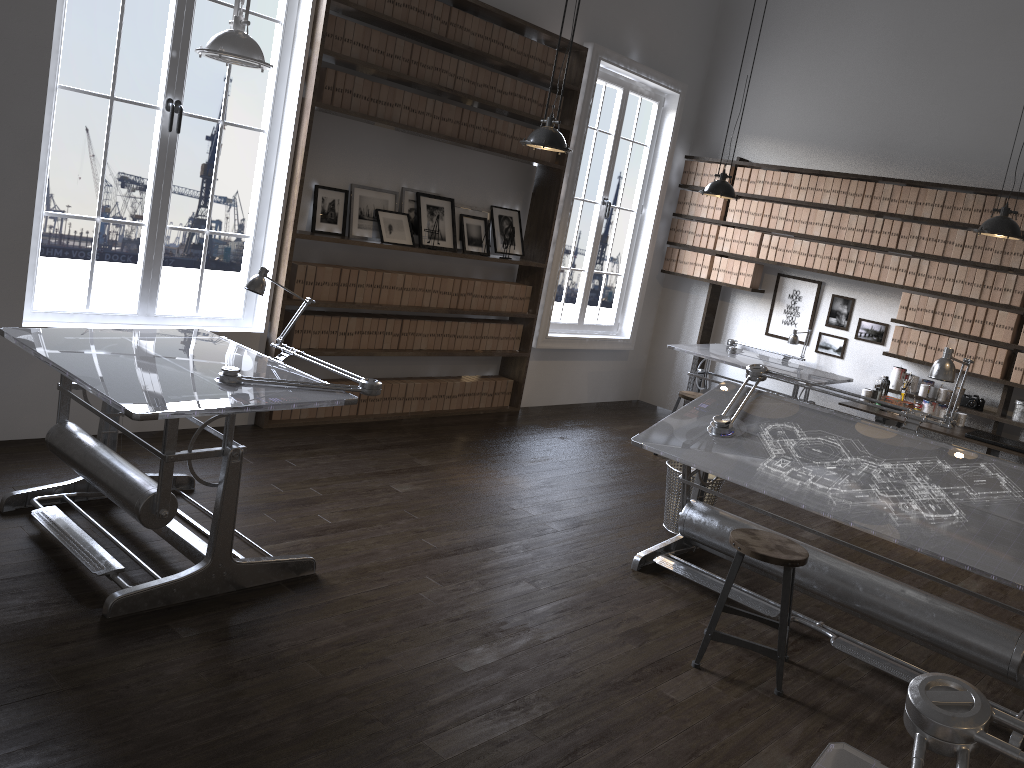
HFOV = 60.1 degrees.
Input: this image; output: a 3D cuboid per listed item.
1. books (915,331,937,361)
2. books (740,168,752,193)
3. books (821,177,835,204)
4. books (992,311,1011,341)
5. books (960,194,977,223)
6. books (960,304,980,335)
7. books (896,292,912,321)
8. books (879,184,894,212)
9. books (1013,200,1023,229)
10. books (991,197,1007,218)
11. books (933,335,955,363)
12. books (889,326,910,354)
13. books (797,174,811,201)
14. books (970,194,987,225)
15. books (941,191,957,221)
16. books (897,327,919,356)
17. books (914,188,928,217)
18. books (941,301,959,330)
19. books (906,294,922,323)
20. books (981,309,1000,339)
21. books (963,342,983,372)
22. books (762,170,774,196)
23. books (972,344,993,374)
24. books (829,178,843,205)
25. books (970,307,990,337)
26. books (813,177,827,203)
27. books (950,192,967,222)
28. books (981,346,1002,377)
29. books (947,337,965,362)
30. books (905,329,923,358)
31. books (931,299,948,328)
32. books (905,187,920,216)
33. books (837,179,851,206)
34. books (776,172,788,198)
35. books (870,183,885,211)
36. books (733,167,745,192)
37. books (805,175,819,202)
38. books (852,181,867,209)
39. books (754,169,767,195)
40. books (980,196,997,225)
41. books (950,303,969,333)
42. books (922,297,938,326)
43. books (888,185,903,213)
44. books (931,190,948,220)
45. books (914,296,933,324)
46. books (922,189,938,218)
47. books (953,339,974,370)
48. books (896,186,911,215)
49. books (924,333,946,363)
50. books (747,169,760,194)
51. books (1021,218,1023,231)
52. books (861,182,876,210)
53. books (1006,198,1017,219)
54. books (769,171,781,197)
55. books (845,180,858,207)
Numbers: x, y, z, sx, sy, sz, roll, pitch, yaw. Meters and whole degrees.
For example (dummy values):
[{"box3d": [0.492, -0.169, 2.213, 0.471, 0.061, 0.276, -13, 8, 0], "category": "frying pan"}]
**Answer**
[{"box3d": [3.264, -0.299, 6.989, 0.067, 0.224, 0.174, 18, 11, 40], "category": "books"}, {"box3d": [2.150, -1.828, 8.010, 0.067, 0.224, 0.174, 18, 11, 40], "category": "books"}, {"box3d": [2.708, -1.628, 7.514, 0.067, 0.224, 0.174, 18, 11, 40], "category": "books"}, {"box3d": [3.677, -0.430, 6.630, 0.067, 0.224, 0.174, 18, 11, 40], "category": "books"}, {"box3d": [3.518, -1.336, 6.790, 0.067, 0.224, 0.174, 18, 11, 40], "category": "books"}, {"box3d": [3.515, -0.489, 6.778, 0.067, 0.224, 0.174, 18, 11, 40], "category": "books"}, {"box3d": [3.162, -0.615, 7.087, 0.067, 0.224, 0.174, 18, 11, 40], "category": "books"}, {"box3d": [3.066, -1.498, 7.193, 0.067, 0.224, 0.174, 18, 11, 40], "category": "books"}, {"box3d": [3.776, -1.243, 6.565, 0.067, 0.224, 0.174, 18, 11, 40], "category": "books"}, {"box3d": [3.669, -1.281, 6.656, 0.067, 0.224, 0.174, 18, 11, 40], "category": "books"}, {"box3d": [3.370, -0.262, 6.902, 0.067, 0.224, 0.174, 18, 11, 40], "category": "books"}, {"box3d": [3.117, -0.352, 7.119, 0.067, 0.224, 0.174, 18, 11, 40], "category": "books"}, {"box3d": [2.555, -1.682, 7.649, 0.067, 0.224, 0.174, 18, 11, 40], "category": "books"}, {"box3d": [3.568, -1.317, 6.741, 0.067, 0.224, 0.174, 18, 11, 40], "category": "books"}, {"box3d": [3.418, -1.372, 6.883, 0.067, 0.224, 0.174, 18, 11, 40], "category": "books"}, {"box3d": [3.168, -0.334, 7.079, 0.067, 0.224, 0.174, 18, 11, 40], "category": "books"}, {"box3d": [3.268, -1.426, 7.016, 0.067, 0.224, 0.174, 18, 11, 40], "category": "books"}, {"box3d": [3.412, -0.526, 6.870, 0.067, 0.224, 0.174, 18, 11, 40], "category": "books"}, {"box3d": [3.215, -0.596, 7.042, 0.067, 0.224, 0.174, 18, 11, 40], "category": "books"}, {"box3d": [3.624, -0.450, 6.681, 0.067, 0.224, 0.174, 18, 11, 40], "category": "books"}, {"box3d": [3.521, -0.206, 6.758, 0.067, 0.224, 0.174, 18, 11, 40], "category": "books"}, {"box3d": [2.311, -1.772, 7.873, 0.067, 0.224, 0.174, 18, 11, 40], "category": "books"}, {"box3d": [3.570, -0.190, 6.720, 0.067, 0.224, 0.174, 18, 11, 40], "category": "books"}, {"box3d": [2.759, -1.608, 7.464, 0.067, 0.224, 0.174, 18, 11, 40], "category": "books"}, {"box3d": [3.566, -0.469, 6.725, 0.067, 0.224, 0.174, 18, 11, 40], "category": "books"}, {"box3d": [2.660, -1.646, 7.562, 0.067, 0.224, 0.174, 18, 11, 40], "category": "books"}, {"box3d": [3.470, -1.354, 6.839, 0.067, 0.224, 0.174, 18, 11, 40], "category": "books"}, {"box3d": [3.619, -0.172, 6.679, 0.067, 0.224, 0.174, 18, 11, 40], "category": "books"}, {"box3d": [3.418, -0.244, 6.854, 0.067, 0.224, 0.174, 18, 11, 40], "category": "books"}, {"box3d": [3.213, -0.318, 7.037, 0.067, 0.224, 0.174, 18, 11, 40], "category": "books"}, {"box3d": [3.360, -0.545, 6.916, 0.067, 0.224, 0.174, 18, 11, 40], "category": "books"}, {"box3d": [3.217, -1.443, 7.055, 0.067, 0.224, 0.174, 18, 11, 40], "category": "books"}, {"box3d": [2.811, -1.589, 7.417, 0.067, 0.224, 0.174, 18, 11, 40], "category": "books"}, {"box3d": [2.407, -1.735, 7.779, 0.067, 0.224, 0.174, 18, 11, 40], "category": "books"}, {"box3d": [3.018, -1.517, 7.242, 0.067, 0.224, 0.174, 18, 11, 40], "category": "books"}, {"box3d": [2.100, -1.848, 8.062, 0.067, 0.224, 0.174, 18, 11, 40], "category": "books"}, {"box3d": [2.608, -1.664, 7.606, 0.067, 0.224, 0.174, 18, 11, 40], "category": "books"}, {"box3d": [2.909, -1.556, 7.339, 0.067, 0.224, 0.174, 18, 11, 40], "category": "books"}, {"box3d": [2.257, -1.790, 7.916, 0.067, 0.224, 0.174, 18, 11, 40], "category": "books"}, {"box3d": [3.621, -1.298, 6.694, 0.067, 0.224, 0.174, 18, 11, 40], "category": "books"}, {"box3d": [3.461, -0.508, 6.821, 0.067, 0.224, 0.174, 18, 11, 40], "category": "books"}, {"box3d": [3.308, -0.562, 6.955, 0.067, 0.224, 0.174, 18, 11, 40], "category": "books"}, {"box3d": [3.120, -1.480, 7.150, 0.067, 0.224, 0.174, 18, 11, 40], "category": "books"}, {"box3d": [3.364, -1.391, 6.925, 0.067, 0.224, 0.174, 18, 11, 40], "category": "books"}, {"box3d": [3.262, -0.580, 7.002, 0.067, 0.224, 0.174, 18, 11, 40], "category": "books"}, {"box3d": [3.313, -1.410, 6.974, 0.067, 0.224, 0.174, 18, 11, 40], "category": "books"}, {"box3d": [3.468, -0.225, 6.805, 0.067, 0.224, 0.174, 18, 11, 40], "category": "books"}, {"box3d": [3.172, -1.461, 7.104, 0.067, 0.224, 0.174, 18, 11, 40], "category": "books"}, {"box3d": [3.318, -0.281, 6.946, 0.067, 0.224, 0.174, 18, 11, 40], "category": "books"}, {"box3d": [2.208, -1.809, 7.966, 0.067, 0.224, 0.174, 18, 11, 40], "category": "books"}, {"box3d": [3.824, -1.225, 6.516, 0.067, 0.224, 0.174, 18, 11, 40], "category": "books"}, {"box3d": [2.959, -1.537, 7.287, 0.067, 0.224, 0.174, 18, 11, 40], "category": "books"}, {"box3d": [3.724, -1.262, 6.608, 0.067, 0.224, 0.174, 18, 11, 40], "category": "books"}, {"box3d": [2.362, -1.753, 7.827, 0.067, 0.224, 0.174, 18, 11, 40], "category": "books"}, {"box3d": [2.860, -1.573, 7.380, 0.067, 0.224, 0.174, 18, 11, 40], "category": "books"}]
